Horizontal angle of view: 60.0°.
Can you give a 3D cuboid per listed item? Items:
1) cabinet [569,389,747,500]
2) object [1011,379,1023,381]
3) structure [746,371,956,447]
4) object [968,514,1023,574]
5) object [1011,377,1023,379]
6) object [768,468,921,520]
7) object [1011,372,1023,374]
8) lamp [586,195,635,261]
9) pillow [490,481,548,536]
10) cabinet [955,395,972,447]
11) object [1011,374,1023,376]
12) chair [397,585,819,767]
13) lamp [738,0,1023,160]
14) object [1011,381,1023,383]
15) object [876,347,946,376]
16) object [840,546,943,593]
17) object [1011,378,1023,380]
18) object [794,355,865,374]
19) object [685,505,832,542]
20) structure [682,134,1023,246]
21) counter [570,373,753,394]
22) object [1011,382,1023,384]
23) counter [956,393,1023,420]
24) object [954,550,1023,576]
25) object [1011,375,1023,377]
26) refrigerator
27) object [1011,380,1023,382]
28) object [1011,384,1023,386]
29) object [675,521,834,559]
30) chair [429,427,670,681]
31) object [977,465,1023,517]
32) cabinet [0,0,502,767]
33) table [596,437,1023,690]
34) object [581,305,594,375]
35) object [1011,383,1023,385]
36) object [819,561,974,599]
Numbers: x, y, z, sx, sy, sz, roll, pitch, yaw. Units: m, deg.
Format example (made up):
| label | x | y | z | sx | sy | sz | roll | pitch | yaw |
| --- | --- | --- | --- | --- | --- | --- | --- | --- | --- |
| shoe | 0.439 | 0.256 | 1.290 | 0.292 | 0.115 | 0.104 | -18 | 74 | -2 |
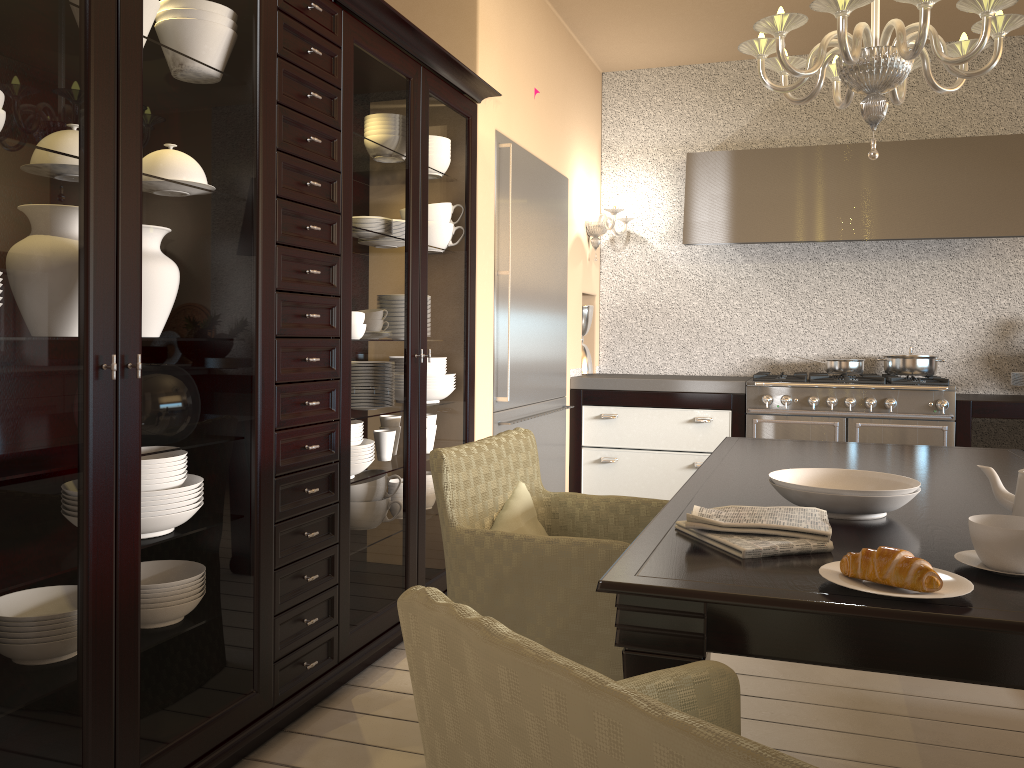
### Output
| label | x | y | z | sx | sy | sz | roll | pitch | yaw |
| --- | --- | --- | --- | --- | --- | --- | --- | --- | --- |
| cabinet | 0.816 | 0.388 | 4.790 | 0.896 | 0.724 | 0.637 | 1 | 2 | 19 |
| object | 2.471 | -0.013 | 4.107 | 0.278 | 0.011 | 0.278 | 1 | 3 | 6 |
| structure | 1.673 | 0.357 | 4.461 | 0.929 | 0.805 | 0.705 | 1 | 2 | 19 |
| object | 0.746 | 0.240 | 1.312 | 0.125 | 0.069 | 0.116 | 1 | 2 | 12 |
| object | 2.471 | -0.022 | 4.106 | 0.278 | 0.011 | 0.278 | 1 | 3 | 6 |
| object | 0.655 | 0.220 | 1.757 | 0.281 | 0.066 | 0.282 | 1 | 3 | 13 |
| object | 2.472 | -0.044 | 4.106 | 0.278 | 0.011 | 0.278 | 1 | 3 | 6 |
| lamp | 0.528 | -0.858 | 4.967 | 0.269 | 0.340 | 0.480 | 1 | 2 | 17 |
| pillow | 0.055 | 0.400 | 2.142 | 0.192 | 0.294 | 0.440 | 1 | 2 | 18 |
| cabinet | 2.557 | 0.434 | 4.219 | 0.896 | 0.724 | 0.600 | 1 | 2 | 19 |
| object | 2.471 | -0.036 | 4.105 | 0.278 | 0.011 | 0.278 | 1 | 3 | 6 |
| chair | 0.242 | 0.599 | 0.811 | 0.561 | 0.801 | 0.564 | 0 | 2 | -35 |
| lamp | 0.953 | -1.149 | 2.314 | 0.675 | 1.127 | 0.701 | 2 | 2 | 37 |
| object | 2.471 | -0.002 | 4.106 | 0.278 | 0.011 | 0.278 | 1 | 3 | 6 |
| object | 2.032 | -0.118 | 4.518 | 0.265 | 0.145 | 0.266 | 0 | 3 | -23 |
| object | 0.516 | 0.249 | 1.206 | 0.138 | 0.051 | 0.062 | 3 | 3 | 37 |
| object | 2.471 | -0.016 | 4.106 | 0.278 | 0.011 | 0.278 | 1 | 3 | 6 |
| object | 1.689 | -0.102 | 4.686 | 0.198 | 0.090 | 0.371 | -1 | 3 | -29 |
| object | 0.425 | 0.241 | 1.525 | 0.233 | 0.051 | 0.165 | 1 | 3 | 19 |
| structure | 1.760 | -0.982 | 4.628 | 1.662 | 0.510 | 0.480 | 1 | 2 | 19 |
| counter | 0.824 | -0.007 | 4.798 | 0.896 | 0.062 | 0.601 | 2 | 3 | 19 |
| object | 2.471 | 0.001 | 4.106 | 0.278 | 0.011 | 0.278 | 1 | 3 | 6 |
| counter | 2.561 | 0.111 | 4.214 | 0.765 | 0.079 | 0.601 | 2 | 3 | 19 |
| object | 0.741 | 0.270 | 1.313 | 0.154 | 0.012 | 0.154 | -1 | 3 | -21 |
| object | 2.472 | -0.030 | 4.106 | 0.278 | 0.011 | 0.278 | 1 | 3 | 6 |
| refrigerator | -0.191 | -0.173 | 4.147 | 0.741 | 1.733 | 1.104 | 1 | 1 | 19 |
| object | 2.471 | -0.007 | 4.106 | 0.278 | 0.011 | 0.278 | 1 | 3 | 6 |
| object | 2.471 | 0.012 | 4.107 | 0.278 | 0.011 | 0.278 | 1 | 3 | 6 |
| object | 0.402 | 0.256 | 1.497 | 0.164 | 0.026 | 0.232 | 0 | 3 | -16 |
| chair | 0.145 | 0.533 | 2.090 | 0.561 | 0.801 | 0.564 | 1 | 2 | 25 |
| object | 0.861 | 0.194 | 1.425 | 0.198 | 0.156 | 0.118 | 2 | 2 | 25 |
| cabinet | -0.861 | -0.137 | 2.357 | 0.888 | 1.839 | 2.491 | 1 | 2 | 19 |
| table | 0.866 | 0.568 | 2.031 | 0.918 | 0.653 | 1.993 | 1 | 3 | 19 |
| object | 0.388 | -0.253 | 5.075 | 0.155 | 0.394 | 0.155 | 1 | 1 | 7 |
| object | 2.471 | 0.006 | 4.107 | 0.278 | 0.011 | 0.278 | 1 | 3 | 6 |
| object | 0.524 | 0.272 | 1.215 | 0.194 | 0.014 | 0.194 | 0 | 3 | -6 |
